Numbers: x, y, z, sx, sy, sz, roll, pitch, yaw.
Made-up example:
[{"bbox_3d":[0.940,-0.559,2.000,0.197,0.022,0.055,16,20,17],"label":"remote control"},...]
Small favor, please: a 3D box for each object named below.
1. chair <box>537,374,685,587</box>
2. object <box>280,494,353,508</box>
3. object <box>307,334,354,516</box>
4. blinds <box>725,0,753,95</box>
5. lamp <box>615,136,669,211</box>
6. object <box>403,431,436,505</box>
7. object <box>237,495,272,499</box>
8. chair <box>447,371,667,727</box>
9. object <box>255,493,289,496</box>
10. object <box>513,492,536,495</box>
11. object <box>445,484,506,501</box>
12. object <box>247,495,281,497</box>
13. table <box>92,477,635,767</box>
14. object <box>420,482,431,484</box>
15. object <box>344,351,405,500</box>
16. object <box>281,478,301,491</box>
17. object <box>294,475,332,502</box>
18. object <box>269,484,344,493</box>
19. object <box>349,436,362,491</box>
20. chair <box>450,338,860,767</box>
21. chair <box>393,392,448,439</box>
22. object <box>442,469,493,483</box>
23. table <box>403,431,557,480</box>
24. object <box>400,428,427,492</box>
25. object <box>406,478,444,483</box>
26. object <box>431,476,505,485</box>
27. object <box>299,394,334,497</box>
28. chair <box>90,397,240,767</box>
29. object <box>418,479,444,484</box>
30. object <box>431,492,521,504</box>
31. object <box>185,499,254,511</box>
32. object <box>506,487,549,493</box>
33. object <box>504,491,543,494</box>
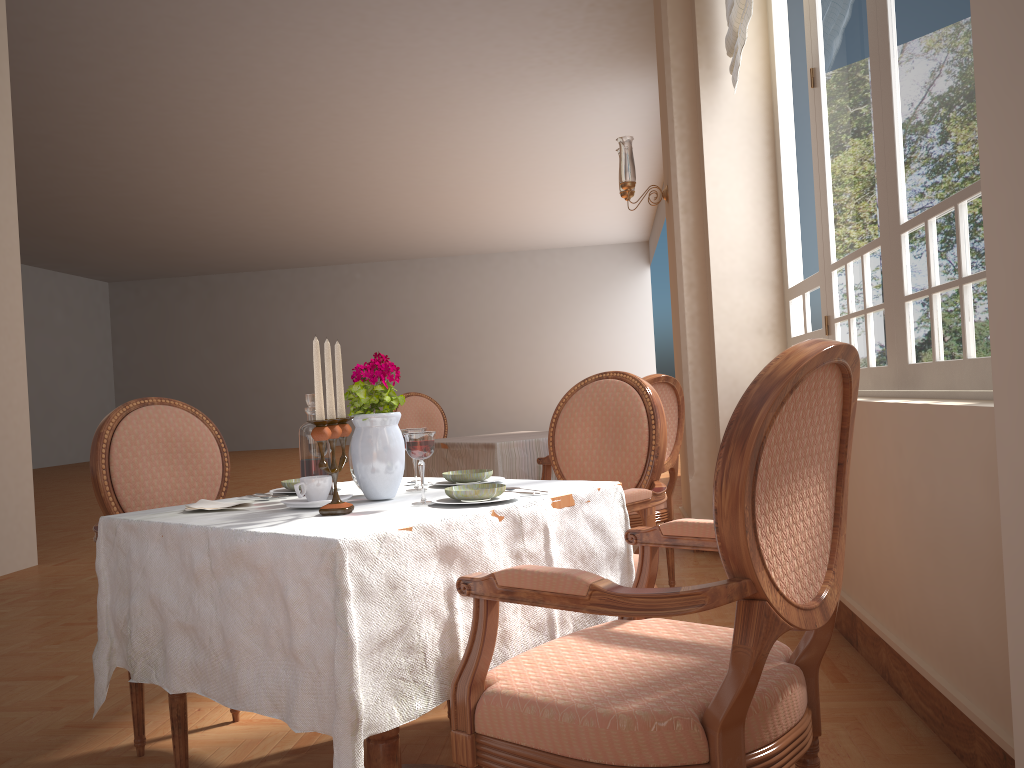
[{"bbox_3d":[0.460,0.435,3.825,0.520,0.931,0.593,-3,0,-39],"label":"chair"},{"bbox_3d":[-0.385,0.232,1.752,0.119,0.016,0.119,-4,-1,26],"label":"object"},{"bbox_3d":[-0.331,0.076,1.628,0.059,0.325,0.177,-3,0,5],"label":"object"},{"bbox_3d":[1.008,-2.091,3.960,0.072,1.376,0.843,-3,0,7],"label":"blinds"},{"bbox_3d":[0.729,-1.176,4.973,0.274,0.362,0.320,-3,0,6],"label":"lamp"},{"bbox_3d":[-0.170,0.159,1.675,0.062,0.135,0.062,-3,0,38],"label":"object"},{"bbox_3d":[-0.573,0.251,1.973,0.125,0.006,0.027,-4,-1,39],"label":"object"},{"bbox_3d":[0.151,0.434,2.402,0.521,0.931,0.593,-4,0,40],"label":"chair"},{"bbox_3d":[-0.542,0.251,2.008,0.127,0.004,0.013,-4,-1,41],"label":"object"},{"bbox_3d":[-0.003,0.216,1.754,0.127,0.004,0.013,-4,-1,44],"label":"object"},{"bbox_3d":[-0.069,0.207,1.681,0.117,0.024,0.117,-3,-1,-43],"label":"object"},{"bbox_3d":[-0.558,0.252,1.994,0.125,0.002,0.016,-4,-1,40],"label":"object"},{"bbox_3d":[-0.287,0.577,1.862,0.829,0.680,0.836,-4,-1,40],"label":"table"},{"bbox_3d":[-0.174,0.230,2.105,0.013,0.004,0.127,-4,-1,44],"label":"object"},{"bbox_3d":[-0.282,0.083,1.809,0.124,0.302,0.143,-3,0,5],"label":"object"},{"bbox_3d":[-0.482,0.237,2.085,0.117,0.024,0.117,-4,-1,16],"label":"object"},{"bbox_3d":[-0.393,0.209,1.749,0.078,0.049,0.062,-3,-1,-21],"label":"object"},{"bbox_3d":[-0.482,0.247,2.084,0.171,0.005,0.171,-4,-1,44],"label":"object"},{"bbox_3d":[-0.308,0.169,1.930,0.093,0.138,0.093,-4,0,34],"label":"object"},{"bbox_3d":[0.263,0.414,1.419,0.593,0.931,0.520,-4,0,40],"label":"chair"},{"bbox_3d":[-0.396,0.500,4.907,0.520,0.931,0.593,-3,0,-39],"label":"chair"},{"bbox_3d":[-0.101,0.214,2.041,0.117,0.024,0.117,-3,-1,-15],"label":"object"},{"bbox_3d":[0.014,0.595,4.365,0.831,0.677,0.829,-3,-1,-39],"label":"table"},{"bbox_3d":[-0.212,0.165,1.934,0.062,0.135,0.062,-3,0,38],"label":"object"},{"bbox_3d":[-0.207,0.232,2.138,0.027,0.006,0.125,-4,-1,42],"label":"object"},{"bbox_3d":[-0.101,0.225,2.041,0.171,0.005,0.171,-4,-1,37],"label":"object"},{"bbox_3d":[-0.412,0.132,1.851,0.074,0.222,0.074,-3,0,-14],"label":"object"},{"bbox_3d":[-0.788,0.487,2.312,0.593,0.931,0.520,-4,0,40],"label":"chair"},{"bbox_3d":[-0.187,0.232,2.122,0.016,0.002,0.125,-4,-1,43],"label":"object"},{"bbox_3d":[-0.068,0.218,1.681,0.171,0.005,0.171,-3,-1,-34],"label":"object"},{"bbox_3d":[-0.628,0.248,1.818,0.234,0.012,0.095,-4,-1,45],"label":"object"},{"bbox_3d":[0.029,0.213,1.787,0.125,0.006,0.027,-4,-1,42],"label":"object"},{"bbox_3d":[0.013,0.216,1.767,0.125,0.002,0.016,-4,-1,43],"label":"object"}]
